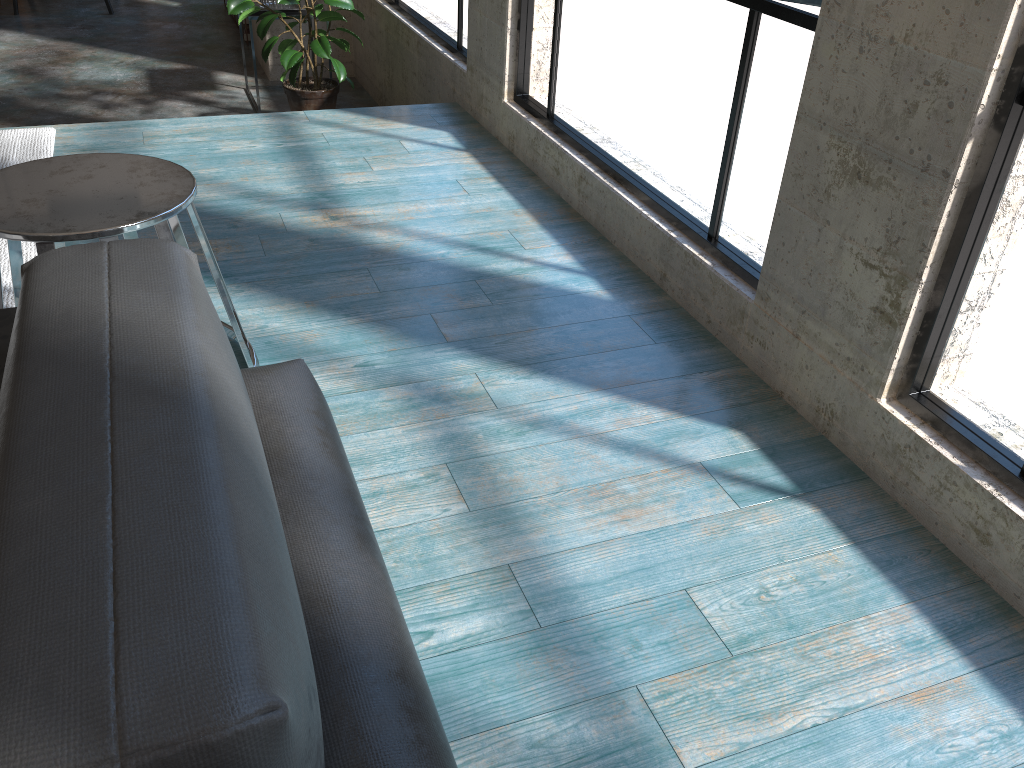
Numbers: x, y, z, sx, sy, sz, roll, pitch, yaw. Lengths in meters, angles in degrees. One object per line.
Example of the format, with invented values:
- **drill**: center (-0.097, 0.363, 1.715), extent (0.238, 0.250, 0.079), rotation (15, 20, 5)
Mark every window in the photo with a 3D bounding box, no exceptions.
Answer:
- **window**: center (1.216, -0.559, 0.509), extent (0.081, 2.530, 1.780), rotation (-10, 35, -19)
- **window**: center (0.409, -1.743, 2.237), extent (0.081, 2.530, 1.780), rotation (-10, 35, -19)
- **window**: center (-0.398, -2.926, 3.965), extent (0.081, 2.530, 1.780), rotation (-10, 35, -19)

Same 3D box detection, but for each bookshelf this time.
- **bookshelf**: center (-2.106, -3.138, 7.251), extent (0.350, 0.347, 1.600), rotation (-10, 35, -19)

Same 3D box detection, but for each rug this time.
- **rug**: center (-1.802, 1.247, 0.069), extent (2.954, 0.032, 7.768), rotation (-10, 35, -19)

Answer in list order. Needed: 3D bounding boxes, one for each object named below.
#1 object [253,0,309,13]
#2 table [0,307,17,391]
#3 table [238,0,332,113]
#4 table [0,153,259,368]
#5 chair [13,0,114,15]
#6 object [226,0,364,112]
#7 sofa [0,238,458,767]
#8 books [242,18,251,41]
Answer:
- **object**: center (-1.382, -2.333, 5.152), extent (0.327, 0.253, 0.546), rotation (-10, 35, -19)
- **table**: center (-0.829, 0.136, 1.518), extent (0.420, 0.390, 0.413), rotation (-10, 35, -19)
- **table**: center (-1.388, -2.021, 5.421), extent (0.450, 0.563, 0.600), rotation (-10, 35, -19)
- **table**: center (-0.894, -0.197, 1.934), extent (0.620, 0.472, 0.620), rotation (-8, 35, -17)
- **chair**: center (-3.728, -3.508, 7.311), extent (0.754, 0.738, 0.707), rotation (-7, 35, -15)
- **object**: center (-1.134, -2.093, 4.670), extent (0.886, 1.552, 0.514), rotation (-18, 39, -29)
- **sofa**: center (-0.452, 0.558, 0.630), extent (1.019, 0.680, 2.063), rotation (-10, 35, -19)
- **books**: center (-1.936, -2.832, 6.854), extent (0.274, 0.263, 0.393), rotation (-4, 34, -11)
